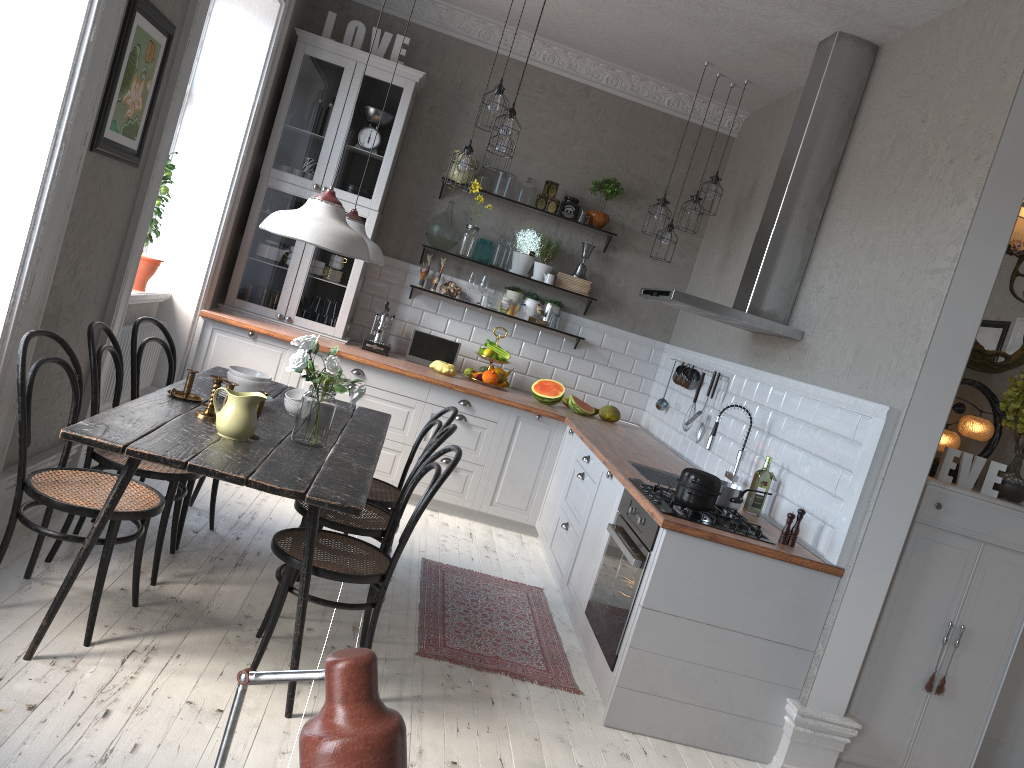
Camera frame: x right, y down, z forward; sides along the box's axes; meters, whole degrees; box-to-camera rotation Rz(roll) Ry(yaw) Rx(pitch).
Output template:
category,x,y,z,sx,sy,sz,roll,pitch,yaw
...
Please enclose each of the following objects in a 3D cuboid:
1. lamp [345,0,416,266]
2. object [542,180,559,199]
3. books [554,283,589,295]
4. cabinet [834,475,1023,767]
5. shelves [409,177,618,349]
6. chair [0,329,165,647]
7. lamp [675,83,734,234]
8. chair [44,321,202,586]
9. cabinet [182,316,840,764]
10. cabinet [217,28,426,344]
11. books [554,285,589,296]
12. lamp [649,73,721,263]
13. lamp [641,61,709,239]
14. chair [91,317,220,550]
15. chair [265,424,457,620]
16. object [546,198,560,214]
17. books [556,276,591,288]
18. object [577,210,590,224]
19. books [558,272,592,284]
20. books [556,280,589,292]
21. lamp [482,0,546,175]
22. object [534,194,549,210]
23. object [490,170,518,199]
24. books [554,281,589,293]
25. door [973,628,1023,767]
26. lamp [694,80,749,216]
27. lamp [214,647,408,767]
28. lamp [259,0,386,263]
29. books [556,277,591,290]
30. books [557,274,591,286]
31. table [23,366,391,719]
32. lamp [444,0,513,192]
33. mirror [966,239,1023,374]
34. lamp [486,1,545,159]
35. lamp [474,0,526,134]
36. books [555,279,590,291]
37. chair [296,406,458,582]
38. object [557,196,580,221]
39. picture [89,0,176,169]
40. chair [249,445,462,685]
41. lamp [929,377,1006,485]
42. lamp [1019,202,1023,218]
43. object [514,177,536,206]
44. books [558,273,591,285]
category,x,y,z,sx,sy,sz,roll,pitch,yaw
lamp,-0.474,-1.456,3.817,0.380,1.857,0.379,17,4,0
object,0.277,-1.400,6.382,0.084,0.113,0.081,15,5,-28
books,0.438,-0.699,6.532,0.261,0.011,0.157,17,5,-3
cabinet,1.729,1.057,3.748,0.670,1.296,0.382,16,4,-9
shelves,-0.007,-0.841,6.451,1.325,0.922,0.227,16,4,-9
chair,-1.459,0.332,3.009,0.550,0.920,0.438,17,4,-1
lamp,1.437,-1.870,5.962,0.144,1.733,0.149,20,5,34
chair,-1.511,0.265,3.555,0.553,0.920,0.435,16,5,-11
cabinet,-0.046,0.602,5.155,4.114,0.853,2.028,21,6,38
cabinet,-1.291,-1.303,6.089,0.885,1.919,0.385,16,4,-9
books,0.435,-0.688,6.533,0.262,0.011,0.157,17,5,-6
lamp,1.242,-1.655,5.855,0.149,1.733,0.144,14,5,-36
lamp,1.167,-1.792,5.693,0.144,1.733,0.149,19,5,24
chair,-1.537,0.212,4.037,0.548,0.920,0.439,17,4,4
chair,-0.620,0.532,3.666,0.550,0.920,0.438,17,4,-1
object,0.294,-1.280,6.408,0.082,0.113,0.083,17,5,2
books,0.454,-0.750,6.528,0.261,0.011,0.157,17,5,-3
object,0.520,-1.200,6.398,0.094,0.095,0.074,17,5,-8
books,0.464,-0.781,6.526,0.261,0.011,0.157,17,5,-3
books,0.445,-0.719,6.531,0.261,0.016,0.158,17,5,0
lamp,0.153,-2.047,5.006,0.149,1.733,0.145,15,5,-21
object,0.211,-1.305,6.398,0.083,0.113,0.082,17,5,-8
object,-0.065,-1.424,6.355,0.169,0.184,0.175,20,5,31
books,0.441,-0.709,6.531,0.260,0.016,0.158,18,5,4
door,2.605,0.812,4.065,0.756,2.181,0.079,16,4,-9
lamp,1.529,-1.960,5.791,0.149,1.733,0.144,14,5,-36
lamp,-0.307,0.623,0.837,0.247,0.838,0.140,19,5,27
lamp,-0.397,-1.351,2.937,0.373,1.857,0.386,20,5,29
books,0.451,-0.740,6.529,0.262,0.011,0.157,17,5,-6
books,0.457,-0.761,6.527,0.260,0.016,0.158,18,5,4
table,-1.076,0.492,3.617,0.910,0.734,1.910,17,5,-7
lamp,-0.060,-1.946,4.994,0.150,1.733,0.144,13,6,-41
mirror,2.142,-0.337,3.863,0.536,0.593,0.071,16,4,-9
lamp,0.184,-2.062,4.692,0.144,1.733,0.150,21,6,39
lamp,0.117,-2.232,4.823,0.149,1.733,0.145,15,5,-21
books,0.448,-0.730,6.530,0.261,0.011,0.157,17,5,-3
chair,-0.645,0.480,4.145,0.553,0.920,0.435,16,5,-11
object,0.416,-1.280,6.474,0.143,0.174,0.141,17,5,-8
picture,-1.491,-1.187,3.518,0.020,0.619,0.518,17,5,-7
chair,-0.570,0.596,3.141,0.553,0.920,0.435,16,5,-11
lamp,1.866,0.247,3.766,0.450,0.557,0.172,17,4,-1
lamp,2.292,-0.783,3.748,0.418,0.171,0.218,17,5,-9
object,0.102,-1.401,6.475,0.137,0.220,0.143,21,6,41
books,0.460,-0.771,6.527,0.261,0.016,0.158,17,5,0
